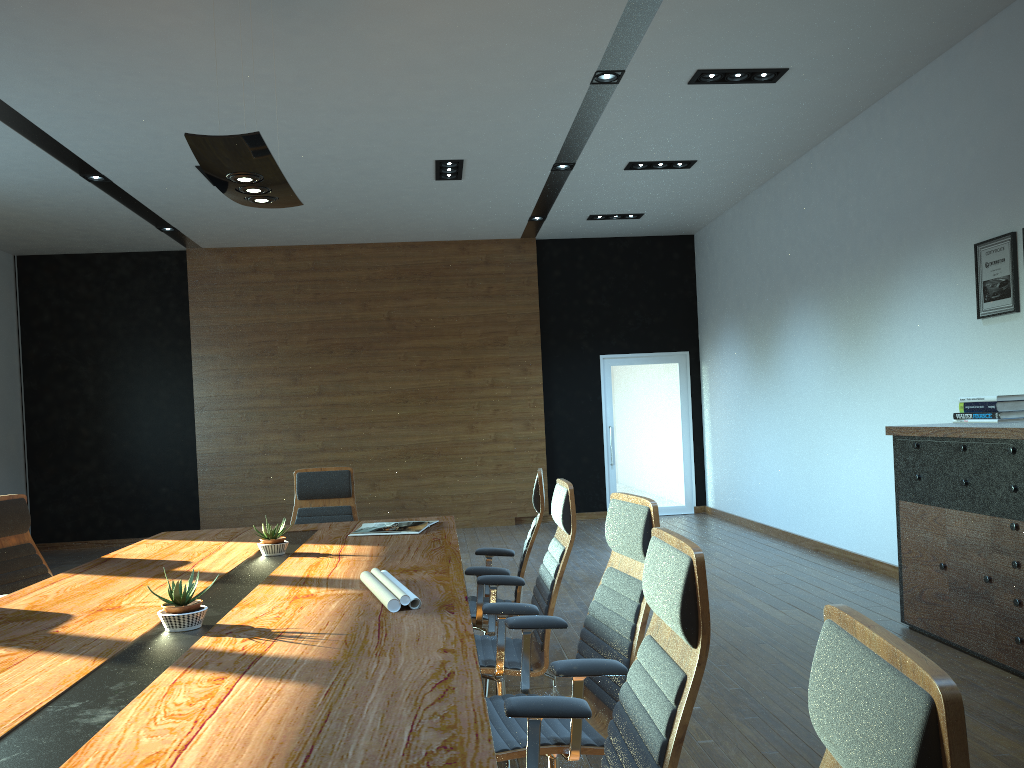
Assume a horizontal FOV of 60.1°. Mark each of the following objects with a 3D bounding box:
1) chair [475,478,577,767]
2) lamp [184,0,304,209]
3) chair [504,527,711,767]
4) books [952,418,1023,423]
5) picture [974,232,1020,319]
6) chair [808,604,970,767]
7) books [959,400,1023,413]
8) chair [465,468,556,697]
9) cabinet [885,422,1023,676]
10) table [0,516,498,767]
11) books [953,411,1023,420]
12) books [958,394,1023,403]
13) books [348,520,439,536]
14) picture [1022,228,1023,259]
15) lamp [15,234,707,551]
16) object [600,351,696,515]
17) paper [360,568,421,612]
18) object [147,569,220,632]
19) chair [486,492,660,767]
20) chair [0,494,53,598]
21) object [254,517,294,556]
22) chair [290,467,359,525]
[{"bbox_3d":[-0.062,0.983,3.722,0.696,1.128,0.706,-3,0,-4],"label":"chair"},{"bbox_3d":[-1.247,-1.507,4.169,0.340,1.199,1.197,-3,-1,-5],"label":"lamp"},{"bbox_3d":[0.077,0.909,1.943,0.696,1.128,0.706,-3,0,-4],"label":"chair"},{"bbox_3d":[2.909,0.215,5.286,0.323,0.021,0.443,-3,-2,-5],"label":"books"},{"bbox_3d":[3.013,-0.666,5.513,0.028,0.484,0.380,-3,-1,-5],"label":"picture"},{"bbox_3d":[0.156,0.873,1.082,0.696,1.128,0.706,-3,0,3],"label":"chair"},{"bbox_3d":[2.916,0.132,5.296,0.287,0.063,0.369,-3,-2,-5],"label":"books"},{"bbox_3d":[-0.139,1.019,4.587,0.696,1.128,0.706,-3,0,2],"label":"chair"},{"bbox_3d":[2.819,0.812,4.349,0.767,1.233,2.349,-3,-2,-5],"label":"cabinet"},{"bbox_3d":[-1.003,1.152,2.755,1.784,0.797,5.545,-3,-2,-5],"label":"table"},{"bbox_3d":[2.888,0.185,5.287,0.273,0.041,0.404,-2,-2,-10],"label":"books"},{"bbox_3d":[2.914,0.085,5.297,0.291,0.032,0.362,-2,-2,-6],"label":"books"},{"bbox_3d":[-0.659,0.802,5.022,0.389,0.033,0.545,-3,-2,7],"label":"books"},{"bbox_3d":[3.052,-0.686,5.042,0.028,0.484,0.380,-3,-1,-5],"label":"picture"},{"bbox_3d":[-1.949,-0.038,8.888,9.389,3.708,16.695,-3,-2,-5],"label":"lamp"},{"bbox_3d":[1.800,0.676,11.815,1.197,2.160,0.200,-3,0,-5],"label":"object"},{"bbox_3d":[-0.916,0.693,2.352,0.629,0.083,2.240,-4,-3,35],"label":"paper"},{"bbox_3d":[-1.022,0.663,2.742,0.153,0.188,0.177,-3,-1,35],"label":"object"},{"bbox_3d":[0.122,0.942,2.870,0.695,1.128,0.707,-3,0,-13],"label":"chair"},{"bbox_3d":[-2.275,1.115,4.437,0.696,1.128,0.706,-3,0,10],"label":"chair"},{"bbox_3d":[-1.152,0.726,4.256,0.177,0.188,0.153,-2,-1,-30],"label":"object"},{"bbox_3d":[-1.225,1.111,5.636,0.706,1.128,0.696,-3,0,-2],"label":"chair"}]
